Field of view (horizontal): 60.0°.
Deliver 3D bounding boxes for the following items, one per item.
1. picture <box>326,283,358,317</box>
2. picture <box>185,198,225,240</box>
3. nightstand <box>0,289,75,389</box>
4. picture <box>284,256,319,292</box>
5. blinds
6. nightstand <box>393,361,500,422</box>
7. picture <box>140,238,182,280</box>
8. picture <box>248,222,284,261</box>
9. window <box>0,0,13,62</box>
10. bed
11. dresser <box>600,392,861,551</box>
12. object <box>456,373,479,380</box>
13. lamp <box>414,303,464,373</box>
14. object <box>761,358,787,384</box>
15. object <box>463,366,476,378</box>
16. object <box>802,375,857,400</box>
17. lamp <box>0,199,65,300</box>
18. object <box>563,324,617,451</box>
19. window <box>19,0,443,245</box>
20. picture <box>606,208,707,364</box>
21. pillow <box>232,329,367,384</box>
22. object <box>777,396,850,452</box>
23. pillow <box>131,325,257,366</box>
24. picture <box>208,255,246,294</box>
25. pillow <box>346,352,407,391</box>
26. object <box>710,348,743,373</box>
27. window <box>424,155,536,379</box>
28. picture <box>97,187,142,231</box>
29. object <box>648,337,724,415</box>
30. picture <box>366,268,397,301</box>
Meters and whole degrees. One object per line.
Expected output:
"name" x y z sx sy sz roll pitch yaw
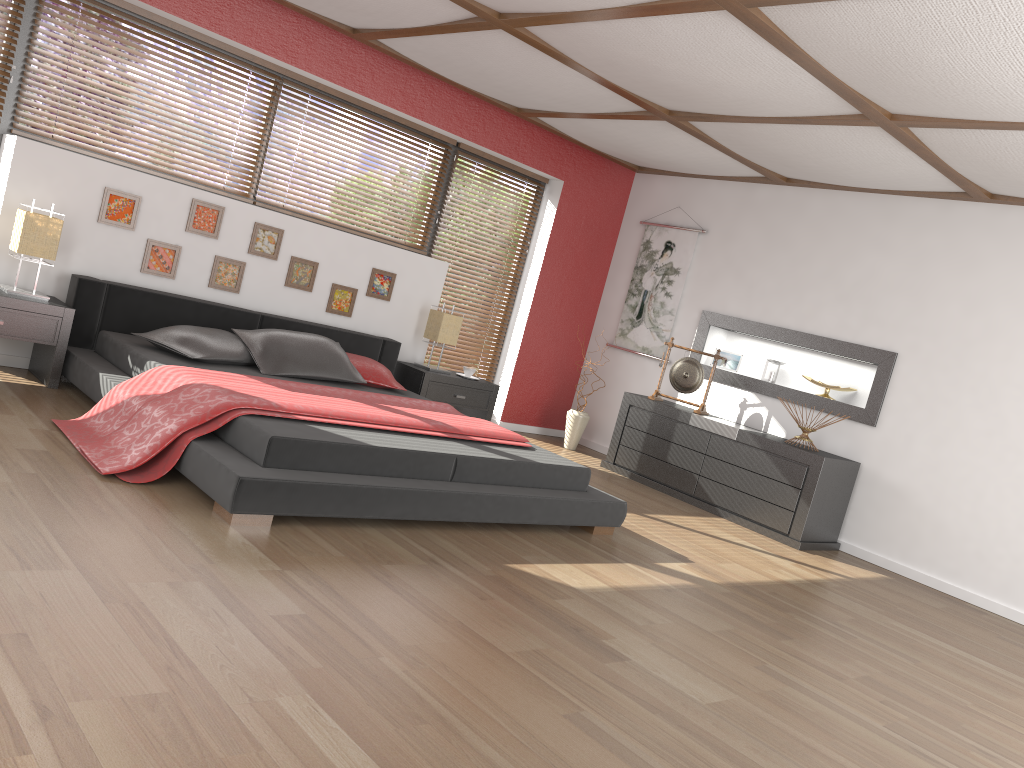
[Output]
"picture" -1.155 -0.567 6.022 0.200 0.200 0.010 10 7 -43
"picture" -1.828 -0.983 5.288 0.200 0.200 0.010 10 7 -43
"nightstand" -2.657 -0.269 4.444 0.700 0.423 0.413 10 7 -43
"picture" -1.370 -0.715 5.782 0.200 0.200 0.010 10 7 -43
"blinds" -1.719 -1.024 5.765 4.840 1.952 0.032 10 7 -43
"nightstand" -0.518 0.125 6.476 0.700 0.423 0.413 10 7 -43
"picture" -2.046 -0.728 5.176 0.200 0.200 0.010 10 7 -43
"picture" -1.544 -0.895 5.569 0.200 0.200 0.010 10 7 -43
"window" -3.155 -1.332 4.481 0.889 1.893 0.020 10 7 -43
"bed" -1.025 0.072 4.630 2.469 0.577 2.413 10 7 -43
"dresser" 1.511 0.582 6.359 0.540 0.608 1.740 10 7 -43
"object" -0.326 -0.053 6.513 0.179 0.012 0.179 13 5 -18
"lamp" -0.511 -0.344 6.385 0.200 0.480 0.200 10 7 -43
"object" 1.966 -0.093 6.673 0.159 0.171 0.159 15 5 6
"object" -0.318 -0.084 6.510 0.099 0.069 0.099 13 5 -18
"object" 2.250 0.043 6.324 0.350 0.116 0.181 19 6 37
"lamp" -2.450 -0.701 4.543 0.200 0.480 0.200 10 7 -43
"object" 0.562 0.029 7.240 0.364 1.035 0.422 17 5 22
"window" -1.611 -1.597 5.768 2.817 0.786 0.020 10 7 -43
"picture" 1.210 -0.858 7.384 0.028 1.270 0.701 10 7 -43
"pillow" -1.223 -0.175 5.171 0.386 0.241 0.744 19 7 42
"object" 1.971 0.284 5.916 0.481 0.282 0.481 16 5 13
"pillow" -1.660 -0.213 4.888 0.418 0.172 0.745 17 5 22
"picture" -1.751 -0.672 5.457 0.200 0.200 0.010 10 7 -43
"pillow" -1.039 -0.105 5.550 0.745 0.172 0.418 13 5 -24
"object" 1.679 -0.186 6.944 0.226 0.146 0.041 17 5 26
"window" -0.351 -0.816 7.144 0.889 1.893 0.020 10 7 -43
"picture" -2.194 -0.978 4.964 0.200 0.200 0.010 10 7 -43
"object" 1.313 -0.069 6.659 0.490 0.498 0.173 18 6 32
"picture" -0.913 -0.693 6.196 0.200 0.200 0.010 10 7 -43
